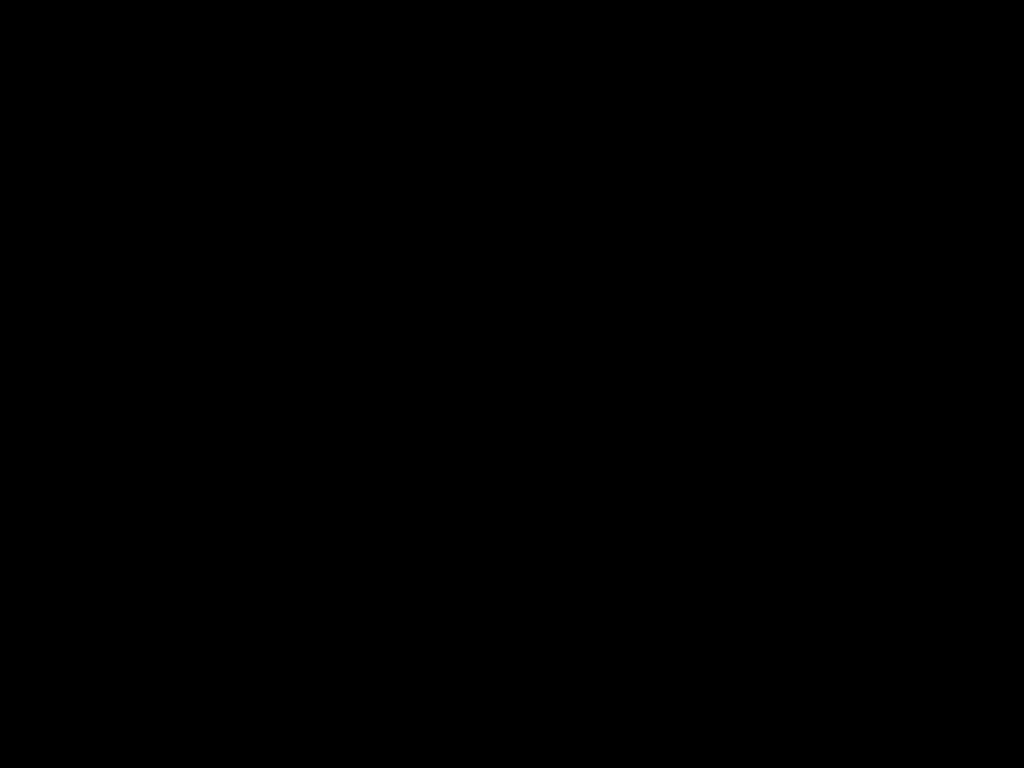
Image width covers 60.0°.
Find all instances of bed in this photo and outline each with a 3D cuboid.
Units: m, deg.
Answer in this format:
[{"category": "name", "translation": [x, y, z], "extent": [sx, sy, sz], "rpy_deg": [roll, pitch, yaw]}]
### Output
[{"category": "bed", "translation": [0.044, -0.228, 0.569], "extent": [3.009, 0.994, 2.087], "rpy_deg": [-2, 1, 36]}]

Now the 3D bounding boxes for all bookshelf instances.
[{"category": "bookshelf", "translation": [-1.407, 0.166, 1.660], "extent": [0.643, 0.303, 1.495], "rpy_deg": [-2, 1, 36]}]

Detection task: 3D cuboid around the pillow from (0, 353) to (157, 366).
[{"category": "pillow", "translation": [-1.029, -0.115, 1.765], "extent": [0.470, 0.241, 0.498], "rpy_deg": [-2, 1, 1]}]
